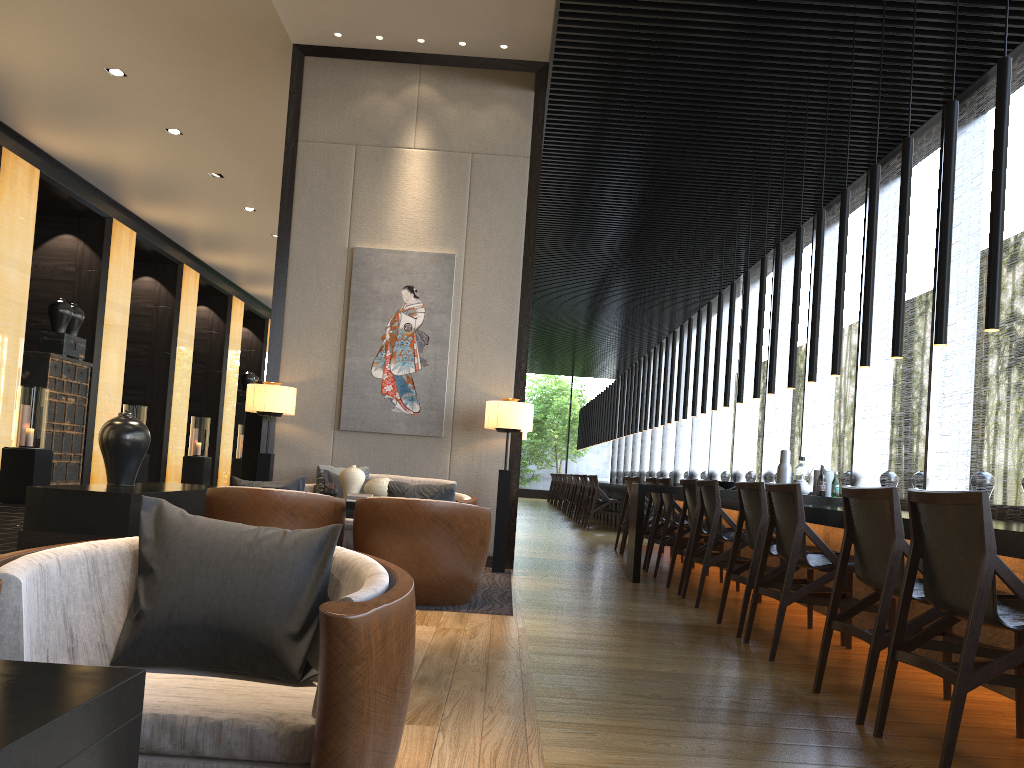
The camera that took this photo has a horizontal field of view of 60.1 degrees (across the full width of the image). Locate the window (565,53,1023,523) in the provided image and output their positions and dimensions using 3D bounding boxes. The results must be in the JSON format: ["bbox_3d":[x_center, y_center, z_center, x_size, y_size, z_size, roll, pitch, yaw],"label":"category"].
[{"bbox_3d":[-2.357,-0.263,12.455,12.052,4.215,31.999,4,-6,0],"label":"window"}]

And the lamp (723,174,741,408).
[{"bbox_3d":[2.234,-0.967,8.937,0.060,2.414,0.060,4,-2,-5],"label":"lamp"}]

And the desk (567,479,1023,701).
[{"bbox_3d":[1.796,1.710,11.894,1.780,0.757,28.836,4,-6,0],"label":"desk"}]

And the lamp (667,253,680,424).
[{"bbox_3d":[2.210,-0.663,12.021,0.060,2.414,0.060,4,-2,-5],"label":"lamp"}]

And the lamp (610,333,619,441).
[{"bbox_3d":[2.159,-0.027,18.465,0.060,2.414,0.060,6,-3,-35],"label":"lamp"}]

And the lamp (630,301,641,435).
[{"bbox_3d":[2.182,-0.317,15.525,0.060,2.414,0.060,6,-3,-35],"label":"lamp"}]

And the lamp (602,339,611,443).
[{"bbox_3d":[2.147,0.124,19.999,0.060,2.414,0.060,6,-3,-35],"label":"lamp"}]

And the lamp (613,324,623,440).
[{"bbox_3d":[2.163,-0.078,17.949,0.060,2.414,0.060,6,-3,-35],"label":"lamp"}]

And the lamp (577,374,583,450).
[{"bbox_3d":[2.091,0.828,27.130,0.060,2.414,0.060,4,-2,5],"label":"lamp"}]

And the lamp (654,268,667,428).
[{"bbox_3d":[2.202,-0.562,13.038,0.060,2.414,0.060,4,-2,-5],"label":"lamp"}]

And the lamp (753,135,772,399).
[{"bbox_3d":[2.243,-1.072,7.870,0.060,2.414,0.060,4,-2,-5],"label":"lamp"}]

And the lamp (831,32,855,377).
[{"bbox_3d":[2.257,-1.257,5.996,0.060,2.414,0.060,4,-2,-5],"label":"lamp"}]

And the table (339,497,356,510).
[{"bbox_3d":[-1.012,1.047,5.965,1.042,0.516,0.577,4,-4,0],"label":"table"}]

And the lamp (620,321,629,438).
[{"bbox_3d":[2.171,-0.175,16.968,0.060,2.414,0.060,6,-3,-35],"label":"lamp"}]

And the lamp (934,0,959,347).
[{"bbox_3d":[2.269,-1.398,4.565,0.060,2.414,0.060,4,-2,5],"label":"lamp"}]

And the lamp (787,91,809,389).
[{"bbox_3d":[2.250,-1.166,6.917,0.060,2.414,0.060,4,-2,-5],"label":"lamp"}]

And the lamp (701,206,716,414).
[{"bbox_3d":[2.226,-0.866,9.963,0.060,2.414,0.060,4,-2,-5],"label":"lamp"}]

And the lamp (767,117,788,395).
[{"bbox_3d":[2.246,-1.115,7.439,0.060,2.414,0.060,4,-2,-5],"label":"lamp"}]

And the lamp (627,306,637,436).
[{"bbox_3d":[2.179,-0.272,15.981,0.060,2.414,0.060,6,-3,-35],"label":"lamp"}]

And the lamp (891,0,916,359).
[{"bbox_3d":[2.265,-1.349,5.066,0.060,2.414,0.060,4,-2,-5],"label":"lamp"}]

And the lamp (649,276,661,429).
[{"bbox_3d":[2.198,-0.512,13.552,0.060,2.414,0.060,4,-2,-5],"label":"lamp"}]

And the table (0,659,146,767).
[{"bbox_3d":[-0.971,0.532,0.755,1.042,0.516,0.577,4,-4,0],"label":"table"}]

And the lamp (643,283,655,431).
[{"bbox_3d":[2.194,-0.461,14.064,0.060,2.414,0.060,6,-3,-35],"label":"lamp"}]

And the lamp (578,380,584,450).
[{"bbox_3d":[2.095,0.777,26.616,0.060,2.414,0.060,4,-2,5],"label":"lamp"}]

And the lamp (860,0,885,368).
[{"bbox_3d":[2.261,-1.305,5.512,0.060,2.414,0.060,4,-2,-5],"label":"lamp"}]

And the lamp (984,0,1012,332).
[{"bbox_3d":[2.273,-1.446,4.087,0.060,2.414,0.060,4,-2,-5],"label":"lamp"}]

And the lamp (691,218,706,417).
[{"bbox_3d":[2.222,-0.816,10.470,0.060,2.414,0.060,4,-2,-5],"label":"lamp"}]

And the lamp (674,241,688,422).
[{"bbox_3d":[2.214,-0.713,11.509,0.060,2.414,0.060,4,-2,-5],"label":"lamp"}]

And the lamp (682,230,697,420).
[{"bbox_3d":[2.218,-0.764,10.995,0.060,2.414,0.060,4,-2,-5],"label":"lamp"}]

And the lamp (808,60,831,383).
[{"bbox_3d":[2.254,-1.212,6.452,0.060,2.414,0.060,4,-2,-5],"label":"lamp"}]

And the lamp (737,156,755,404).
[{"bbox_3d":[2.238,-1.018,8.421,0.060,2.414,0.060,4,-2,-5],"label":"lamp"}]

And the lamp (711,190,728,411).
[{"bbox_3d":[2.230,-0.916,9.450,0.060,2.414,0.060,4,-2,-5],"label":"lamp"}]

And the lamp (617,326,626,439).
[{"bbox_3d":[2.168,-0.134,17.377,0.060,2.414,0.060,6,-3,-35],"label":"lamp"}]

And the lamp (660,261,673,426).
[{"bbox_3d":[2.206,-0.613,12.529,0.060,2.414,0.060,4,-2,-5],"label":"lamp"}]

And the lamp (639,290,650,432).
[{"bbox_3d":[2.190,-0.411,14.571,0.060,2.414,0.060,6,-3,-35],"label":"lamp"}]

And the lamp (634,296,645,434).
[{"bbox_3d":[2.186,-0.361,15.078,0.060,2.414,0.060,6,-3,-35],"label":"lamp"}]

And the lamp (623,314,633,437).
[{"bbox_3d":[2.175,-0.226,16.446,0.060,2.414,0.060,6,-3,-35],"label":"lamp"}]

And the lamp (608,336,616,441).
[{"bbox_3d":[2.155,0.024,18.979,0.060,2.414,0.060,6,-3,-35],"label":"lamp"}]

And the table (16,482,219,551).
[{"bbox_3d":[-2.396,0.933,5.815,0.620,0.511,1.967,4,-5,0],"label":"table"}]

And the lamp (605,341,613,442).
[{"bbox_3d":[2.151,0.074,19.491,0.060,2.414,0.060,6,-3,-35],"label":"lamp"}]

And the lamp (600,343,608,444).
[{"bbox_3d":[2.143,0.176,20.523,0.060,2.414,0.060,6,-3,-35],"label":"lamp"}]
